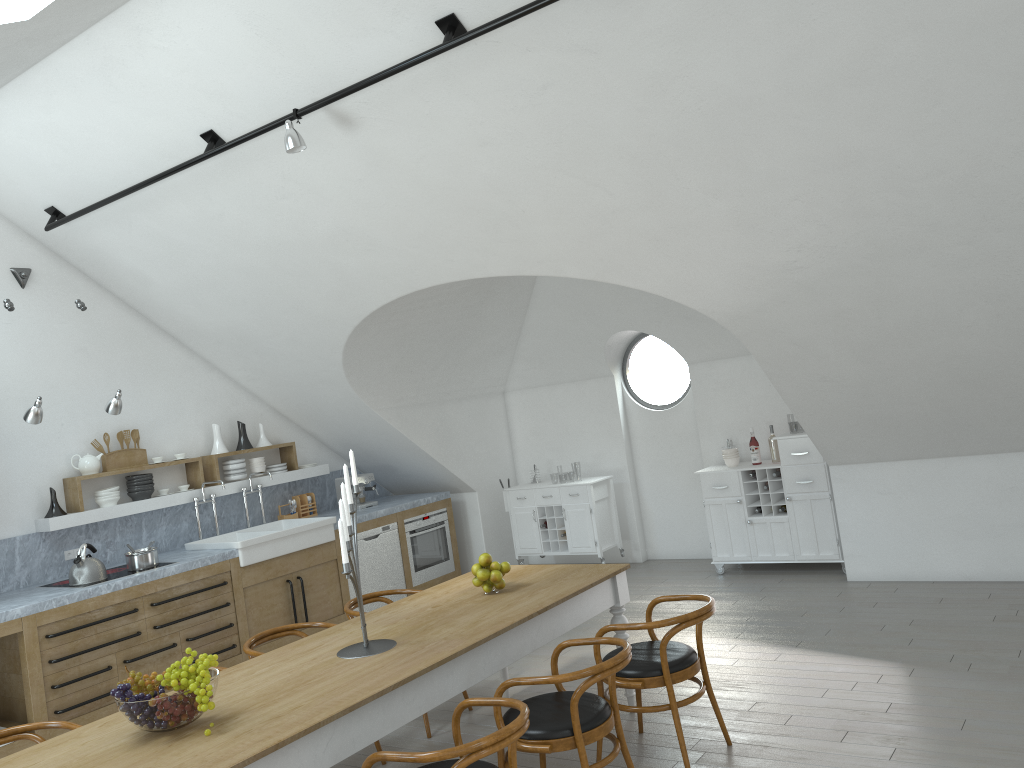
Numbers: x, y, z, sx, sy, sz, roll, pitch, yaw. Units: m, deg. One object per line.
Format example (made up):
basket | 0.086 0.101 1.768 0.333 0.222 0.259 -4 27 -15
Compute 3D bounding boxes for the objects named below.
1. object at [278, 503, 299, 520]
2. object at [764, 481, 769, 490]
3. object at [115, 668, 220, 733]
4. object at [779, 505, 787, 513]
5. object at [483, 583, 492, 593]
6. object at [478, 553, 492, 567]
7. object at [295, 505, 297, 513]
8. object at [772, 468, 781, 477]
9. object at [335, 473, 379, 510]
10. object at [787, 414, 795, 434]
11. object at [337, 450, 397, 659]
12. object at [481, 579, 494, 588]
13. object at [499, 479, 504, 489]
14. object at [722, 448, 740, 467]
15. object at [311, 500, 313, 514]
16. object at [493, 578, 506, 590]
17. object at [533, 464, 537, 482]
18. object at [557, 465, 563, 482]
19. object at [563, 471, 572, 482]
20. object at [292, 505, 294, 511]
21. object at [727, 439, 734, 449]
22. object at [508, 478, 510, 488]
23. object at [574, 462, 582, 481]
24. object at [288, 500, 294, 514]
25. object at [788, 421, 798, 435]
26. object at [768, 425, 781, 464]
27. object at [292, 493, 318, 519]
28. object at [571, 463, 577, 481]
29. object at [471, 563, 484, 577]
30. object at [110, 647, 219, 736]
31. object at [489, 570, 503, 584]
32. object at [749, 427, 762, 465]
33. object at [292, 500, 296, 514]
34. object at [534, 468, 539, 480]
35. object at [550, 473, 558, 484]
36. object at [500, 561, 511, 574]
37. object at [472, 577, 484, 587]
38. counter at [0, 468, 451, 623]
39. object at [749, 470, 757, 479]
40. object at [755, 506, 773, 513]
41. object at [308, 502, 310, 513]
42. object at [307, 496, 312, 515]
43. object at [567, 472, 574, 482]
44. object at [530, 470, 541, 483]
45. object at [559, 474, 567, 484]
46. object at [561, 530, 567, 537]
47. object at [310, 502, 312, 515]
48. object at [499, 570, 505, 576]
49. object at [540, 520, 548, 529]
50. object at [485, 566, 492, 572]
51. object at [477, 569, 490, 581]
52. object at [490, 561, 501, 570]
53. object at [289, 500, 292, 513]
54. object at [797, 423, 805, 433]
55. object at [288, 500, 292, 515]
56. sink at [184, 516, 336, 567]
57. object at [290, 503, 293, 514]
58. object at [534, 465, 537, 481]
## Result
object | -2.089 1.199 8.246 0.100 0.171 0.173 -10 -2 37
object | 2.251 0.872 7.684 0.085 0.085 0.331 -10 -2 35
object | -1.243 1.172 3.229 0.359 0.160 0.360 -9 -1 16
object | 2.357 1.056 7.608 0.081 0.081 0.359 -10 -1 33
object | -0.128 1.070 4.649 0.049 0.050 0.051 -10 -2 39
object | -0.140 0.929 4.687 0.072 0.074 0.072 -10 -2 35
object | -2.020 1.184 8.272 0.044 0.179 0.019 -9 -3 20
object | 2.313 0.754 7.615 0.087 0.085 0.360 -10 -1 35
object | -1.460 1.044 8.628 0.386 0.321 0.325 -9 -2 35
object | 2.382 0.341 7.551 0.048 0.169 0.048 -7 -3 -22
object | -0.693 0.741 4.012 0.265 0.876 0.774 -9 -2 10
object | -0.130 1.057 4.717 0.080 0.074 0.078 -8 -2 -10
object | -0.069 1.099 9.045 0.088 0.269 0.029 -9 -3 9
object | 1.951 0.658 7.885 0.158 0.160 0.153 -8 -2 -26
object | -1.917 1.163 8.467 0.018 0.196 0.022 -10 -3 36
object | -0.066 1.054 4.680 0.064 0.063 0.063 -7 -2 -43
object | 0.229 0.918 9.128 0.039 0.175 0.054 -10 -3 35
object | 0.478 0.892 8.751 0.048 0.169 0.048 -9 -3 23
object | 0.558 0.919 8.759 0.094 0.093 0.093 -9 -2 23
object | -2.038 1.177 8.268 0.023 0.196 0.018 -10 -3 30
object | 1.993 0.609 8.127 0.115 0.209 0.065 -10 -3 38
object | -0.025 1.092 9.013 0.029 0.269 0.088 -7 -3 -28
object | 0.647 0.857 8.670 0.063 0.187 0.063 -9 -3 21
object | -2.062 1.178 8.286 0.040 0.192 0.042 -8 -3 -17
object | 2.373 0.374 7.469 0.082 0.105 0.081 -8 -2 -16
object | 2.269 0.521 7.676 0.085 0.331 0.085 -8 -2 -6
object | -1.973 1.159 8.435 0.103 0.223 0.200 -10 -2 35
object | 0.620 0.866 8.727 0.054 0.179 0.054 -9 -2 13
object | -0.182 0.984 4.687 0.066 0.071 0.072 -9 -2 5
object | -1.240 1.107 3.205 0.394 0.285 0.292 -8 -2 -1
object | -0.085 1.006 4.626 0.071 0.072 0.070 -8 -2 0
object | 2.128 0.544 7.785 0.081 0.330 0.081 -10 -3 31
object | -2.023 1.172 8.258 0.040 0.192 0.042 -8 -3 -18
object | 0.242 0.932 9.123 0.097 0.137 0.029 -10 -3 39
object | 0.417 0.933 8.702 0.082 0.105 0.081 -7 -3 -41
object | -0.037 0.971 4.690 0.063 0.063 0.062 -8 -2 -2
object | -0.179 1.038 4.660 0.059 0.056 0.059 -9 -2 30
counter | -2.858 1.125 6.663 0.959 0.620 6.584 -9 -1 35
object | 2.150 0.776 7.742 0.092 0.094 0.359 -10 -2 36
object | 2.220 1.074 7.714 0.155 0.085 0.331 -9 -1 36
object | -1.940 1.166 8.463 0.023 0.196 0.018 -11 -3 43
object | -1.921 1.160 8.440 0.040 0.192 0.042 -8 -3 -4
object | 0.582 0.911 8.671 0.071 0.099 0.071 -7 -2 -31
object | 0.239 0.953 9.117 0.101 0.138 0.067 -10 -3 35
object | 0.502 0.930 8.686 0.077 0.085 0.077 -9 -2 23
object | 0.569 1.455 8.666 0.081 0.083 0.317 -10 -2 35
object | -1.920 1.163 8.457 0.018 0.196 0.020 -7 -3 -32
object | -0.070 1.000 4.733 0.076 0.076 0.077 -8 -2 2
object | 0.373 1.381 8.754 0.081 0.085 0.317 -10 -2 36
object | -0.117 0.975 4.721 0.053 0.051 0.052 -9 -2 6
object | -0.149 0.995 4.620 0.071 0.064 0.072 -9 -2 29
object | -0.087 0.961 4.661 0.053 0.057 0.058 -7 -2 -40
object | -2.059 1.180 8.270 0.018 0.196 0.020 -6 -4 -45
object | 2.445 0.374 7.517 0.077 0.085 0.077 -10 -2 43
object | -2.059 1.180 8.259 0.019 0.196 0.022 -9 -3 24
sink | -2.074 1.319 7.411 0.725 0.202 1.022 -9 -1 35
object | -2.045 1.187 8.243 0.019 0.179 0.044 -8 -2 0
object | 0.246 0.917 9.098 0.024 0.164 0.039 -6 -3 -42
